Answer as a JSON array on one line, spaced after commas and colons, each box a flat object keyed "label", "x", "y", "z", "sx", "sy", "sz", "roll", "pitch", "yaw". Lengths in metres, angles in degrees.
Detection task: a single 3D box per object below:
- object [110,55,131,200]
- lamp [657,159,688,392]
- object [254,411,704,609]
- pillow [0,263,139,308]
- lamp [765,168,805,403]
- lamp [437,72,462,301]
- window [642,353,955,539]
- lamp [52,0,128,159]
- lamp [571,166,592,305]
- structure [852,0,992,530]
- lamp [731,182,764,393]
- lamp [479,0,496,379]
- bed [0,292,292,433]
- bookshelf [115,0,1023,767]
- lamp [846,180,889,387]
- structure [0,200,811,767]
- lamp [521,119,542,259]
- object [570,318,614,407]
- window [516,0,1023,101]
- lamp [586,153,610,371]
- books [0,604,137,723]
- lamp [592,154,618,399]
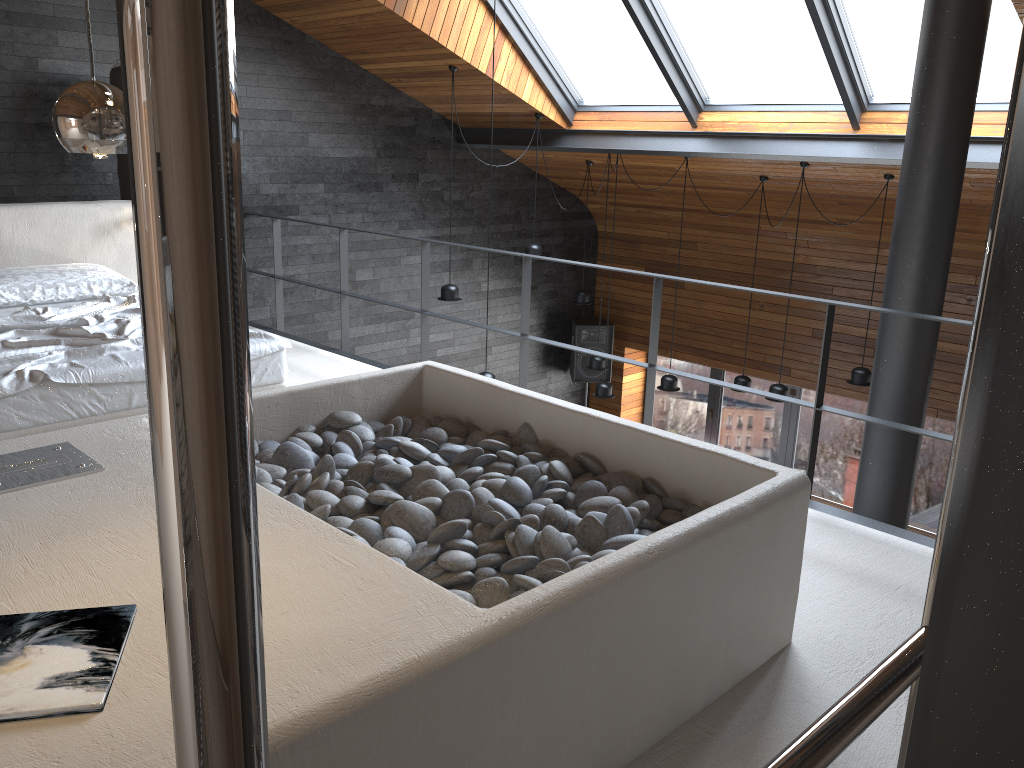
[{"label": "object", "x": -2.548, "y": -1.709, "z": 6.213, "sx": 0.442, "sy": 1.602, "sz": 0.445, "roll": -3, "pitch": 16, "yaw": -17}, {"label": "lamp", "x": 1.454, "y": -0.938, "z": 7.785, "sx": 0.210, "sy": 2.033, "sz": 0.210, "roll": 0, "pitch": 15, "yaw": -7}, {"label": "object", "x": -0.271, "y": 0.383, "z": 2.916, "sx": 1.436, "sy": 0.246, "sz": 1.843, "roll": -13, "pitch": 21, "yaw": -43}, {"label": "pillow", "x": -2.549, "y": -0.554, "z": 4.863, "sx": 0.842, "sy": 0.173, "sz": 0.509, "roll": -13, "pitch": 21, "yaw": -43}, {"label": "lamp", "x": 2.240, "y": -0.797, "z": 7.128, "sx": 0.210, "sy": 1.910, "sz": 0.210, "roll": 0, "pitch": 15, "yaw": -7}, {"label": "lamp", "x": -0.505, "y": -1.620, "z": 7.351, "sx": 0.210, "sy": 1.853, "sz": 0.210, "roll": 0, "pitch": 15, "yaw": -7}, {"label": "window", "x": 3.702, "y": 0.783, "z": 9.074, "sx": 0.101, "sy": 1.521, "sz": 5.938, "roll": -13, "pitch": 21, "yaw": -43}, {"label": "lamp", "x": -0.725, "y": -1.266, "z": 1.389, "sx": 0.146, "sy": 1.770, "sz": 0.146, "roll": -4, "pitch": 16, "yaw": -19}, {"label": "lamp", "x": 0.727, "y": -1.482, "z": 8.784, "sx": 0.210, "sy": 1.368, "sz": 0.210, "roll": 0, "pitch": 15, "yaw": -7}, {"label": "structure", "x": 1.798, "y": 0.323, "z": 4.434, "sx": 1.689, "sy": 5.697, "sz": 1.197, "roll": -13, "pitch": 21, "yaw": -43}, {"label": "lamp", "x": 2.100, "y": -0.916, "z": 7.720, "sx": 0.210, "sy": 2.001, "sz": 0.210, "roll": 0, "pitch": 15, "yaw": -7}, {"label": "lamp", "x": -0.155, "y": -1.513, "z": 6.470, "sx": 0.210, "sy": 3.207, "sz": 0.210, "roll": -4, "pitch": 16, "yaw": -22}, {"label": "bed", "x": -2.343, "y": -0.081, "z": 4.145, "sx": 1.826, "sy": 0.484, "sz": 2.011, "roll": -13, "pitch": 21, "yaw": -43}, {"label": "bookshelf", "x": 1.824, "y": 0.691, "z": 2.099, "sx": 10.741, "sy": 6.216, "sz": 0.421, "roll": -13, "pitch": 21, "yaw": -43}, {"label": "lamp", "x": 2.777, "y": -0.762, "z": 6.810, "sx": 0.210, "sy": 1.565, "sz": 0.210, "roll": 0, "pitch": 15, "yaw": -7}, {"label": "structure", "x": -1.605, "y": 0.033, "z": 3.404, "sx": 2.634, "sy": 1.120, "sz": 4.615, "roll": -13, "pitch": 21, "yaw": -43}, {"label": "lamp", "x": 0.208, "y": -1.713, "z": 7.798, "sx": 0.210, "sy": 1.206, "sz": 0.210, "roll": 0, "pitch": 15, "yaw": -7}, {"label": "object", "x": 0.801, "y": 0.387, "z": 10.562, "sx": 0.639, "sy": 2.297, "sz": 0.686, "roll": 0, "pitch": 15, "yaw": -7}, {"label": "window", "x": 1.542, "y": -2.489, "z": 5.946, "sx": 1.213, "sy": 1.030, "sz": 3.819, "roll": -13, "pitch": 21, "yaw": -43}, {"label": "lamp", "x": 0.839, "y": -1.132, "z": 8.138, "sx": 0.210, "sy": 2.035, "sz": 0.210, "roll": 0, "pitch": 15, "yaw": -7}, {"label": "books", "x": -0.860, "y": 0.508, "z": 1.635, "sx": 0.260, "sy": 0.019, "sz": 0.348, "roll": -2, "pitch": 16, "yaw": -13}, {"label": "lamp", "x": 0.879, "y": -0.990, "z": 7.895, "sx": 0.210, "sy": 2.272, "sz": 0.210, "roll": 0, "pitch": 15, "yaw": -7}]
